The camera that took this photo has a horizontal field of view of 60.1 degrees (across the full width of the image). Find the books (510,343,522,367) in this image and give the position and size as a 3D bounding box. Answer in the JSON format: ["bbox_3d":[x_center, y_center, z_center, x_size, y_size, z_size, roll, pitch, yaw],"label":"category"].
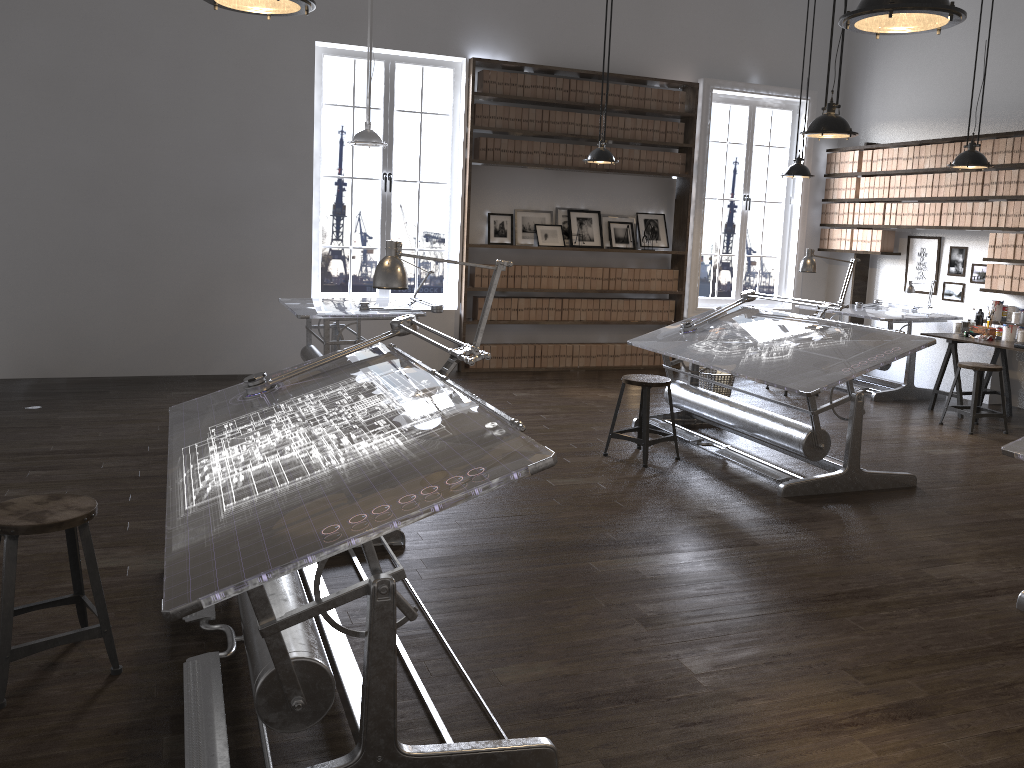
[{"bbox_3d":[0.033,-0.293,9.043,0.067,0.224,0.175,0,9,-21],"label":"books"}]

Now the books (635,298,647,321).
[{"bbox_3d":[1.372,-0.798,9.480,0.067,0.224,0.176,0,9,-21],"label":"books"}]

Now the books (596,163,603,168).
[{"bbox_3d":[0.869,-2.312,9.074,0.067,0.224,0.176,0,9,-21],"label":"books"}]

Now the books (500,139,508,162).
[{"bbox_3d":[-0.105,-2.288,8.700,0.067,0.224,0.175,0,9,-21],"label":"books"}]

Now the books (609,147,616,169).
[{"bbox_3d":[1.002,-2.315,9.124,0.067,0.224,0.175,0,9,-21],"label":"books"}]

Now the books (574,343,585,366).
[{"bbox_3d":[0.699,-0.308,9.293,0.067,0.224,0.176,0,9,-21],"label":"books"}]

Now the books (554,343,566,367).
[{"bbox_3d":[0.495,-0.302,9.212,0.067,0.224,0.176,0,9,-21],"label":"books"}]

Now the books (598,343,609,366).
[{"bbox_3d":[0.950,-0.314,9.390,0.067,0.224,0.176,0,9,-21],"label":"books"}]

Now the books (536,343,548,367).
[{"bbox_3d":[0.305,-0.299,9.147,0.067,0.224,0.176,0,9,-21],"label":"books"}]

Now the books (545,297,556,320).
[{"bbox_3d":[0.379,-0.774,9.102,0.067,0.224,0.175,0,9,-21],"label":"books"}]

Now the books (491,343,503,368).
[{"bbox_3d":[-0.159,-0.288,8.969,0.067,0.224,0.176,0,9,-21],"label":"books"}]

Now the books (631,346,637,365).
[{"bbox_3d":[1.268,-0.322,9.511,0.067,0.224,0.176,0,9,-21],"label":"books"}]

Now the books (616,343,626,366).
[{"bbox_3d":[1.143,-0.319,9.462,0.067,0.224,0.176,0,9,-21],"label":"books"}]

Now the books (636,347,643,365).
[{"bbox_3d":[1.334,-0.324,9.536,0.067,0.224,0.175,0,9,-21],"label":"books"}]

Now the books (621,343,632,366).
[{"bbox_3d":[1.207,-0.319,9.482,0.067,0.224,0.176,0,9,-21],"label":"books"}]

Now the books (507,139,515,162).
[{"bbox_3d":[-0.041,-2.290,8.729,0.067,0.224,0.175,0,9,-21],"label":"books"}]

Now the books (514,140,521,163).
[{"bbox_3d":[0.026,-2.292,8.754,0.067,0.224,0.176,0,9,-21],"label":"books"}]

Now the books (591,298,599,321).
[{"bbox_3d":[0.843,-0.786,9.281,0.067,0.224,0.176,0,9,-21],"label":"books"}]

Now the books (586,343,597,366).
[{"bbox_3d":[0.821,-0.310,9.336,0.067,0.224,0.176,0,9,-21],"label":"books"}]

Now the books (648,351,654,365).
[{"bbox_3d":[1.467,-0.327,9.587,0.067,0.224,0.176,0,9,-21],"label":"books"}]

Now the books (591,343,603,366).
[{"bbox_3d":[0.884,-0.313,9.367,0.067,0.224,0.175,0,9,-21],"label":"books"}]

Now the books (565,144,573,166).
[{"bbox_3d":[0.544,-2.303,8.944,0.067,0.224,0.176,0,9,-21],"label":"books"}]

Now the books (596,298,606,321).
[{"bbox_3d":[0.913,-0.787,9.307,0.067,0.224,0.176,0,9,-21],"label":"books"}]

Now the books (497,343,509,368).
[{"bbox_3d":[-0.095,-0.288,8.989,0.067,0.224,0.176,0,9,-21],"label":"books"}]

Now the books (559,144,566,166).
[{"bbox_3d":[0.475,-2.302,8.921,0.067,0.224,0.175,0,9,-21],"label":"books"}]

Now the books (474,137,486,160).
[{"bbox_3d":[-0.313,-2.284,8.626,0.067,0.224,0.176,0,9,-21],"label":"books"}]

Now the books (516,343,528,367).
[{"bbox_3d":[0.100,-0.293,9.064,0.067,0.224,0.175,0,9,-21],"label":"books"}]

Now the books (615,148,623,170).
[{"bbox_3d":[1.068,-2.316,9.149,0.067,0.224,0.176,0,9,-21],"label":"books"}]

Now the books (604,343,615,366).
[{"bbox_3d":[1.017,-0.315,9.411,0.067,0.224,0.176,0,9,-21],"label":"books"}]

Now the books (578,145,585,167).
[{"bbox_3d":[0.669,-2.307,8.996,0.067,0.224,0.176,0,9,-21],"label":"books"}]

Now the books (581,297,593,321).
[{"bbox_3d":[0.777,-0.785,9.258,0.067,0.224,0.175,0,9,-21],"label":"books"}]

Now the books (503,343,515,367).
[{"bbox_3d":[-0.033,-0.291,9.018,0.067,0.224,0.176,0,9,-21],"label":"books"}]

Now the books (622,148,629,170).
[{"bbox_3d":[1.133,-2.317,9.167,0.067,0.224,0.176,0,9,-21],"label":"books"}]

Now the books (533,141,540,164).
[{"bbox_3d":[0.211,-2.295,8.821,0.067,0.224,0.176,0,9,-21],"label":"books"}]

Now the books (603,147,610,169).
[{"bbox_3d":[0.937,-2.312,9.095,0.067,0.224,0.175,0,9,-21],"label":"books"}]

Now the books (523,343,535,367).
[{"bbox_3d":[0.165,-0.296,9.094,0.067,0.224,0.176,0,9,-21],"label":"books"}]

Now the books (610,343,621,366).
[{"bbox_3d":[1.084,-0.317,9.439,0.067,0.224,0.176,0,9,-21],"label":"books"}]

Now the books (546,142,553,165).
[{"bbox_3d":[0.344,-2.299,8.873,0.067,0.224,0.176,0,9,-21],"label":"books"}]

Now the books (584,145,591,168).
[{"bbox_3d":[0.730,-2.308,9.021,0.067,0.224,0.176,0,9,-21],"label":"books"}]

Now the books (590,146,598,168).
[{"bbox_3d":[0.801,-2.309,9.042,0.067,0.224,0.176,0,9,-21],"label":"books"}]

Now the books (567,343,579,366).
[{"bbox_3d":[0.632,-0.306,9.265,0.067,0.224,0.176,0,9,-21],"label":"books"}]

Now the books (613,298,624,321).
[{"bbox_3d":[1.108,-0.792,9.380,0.067,0.224,0.175,0,9,-21],"label":"books"}]

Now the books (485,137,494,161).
[{"bbox_3d":[-0.242,-2.284,8.647,0.067,0.224,0.176,0,9,-21],"label":"books"}]

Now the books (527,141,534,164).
[{"bbox_3d":[0.152,-2.294,8.800,0.067,0.224,0.176,0,9,-21],"label":"books"}]

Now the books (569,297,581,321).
[{"bbox_3d":[0.647,-0.780,9.201,0.067,0.224,0.176,0,9,-21],"label":"books"}]

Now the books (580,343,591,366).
[{"bbox_3d":[0.757,-0.310,9.316,0.067,0.224,0.176,0,9,-21],"label":"books"}]

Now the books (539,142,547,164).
[{"bbox_3d":[0.280,-2.297,8.845,0.067,0.224,0.176,0,9,-21],"label":"books"}]

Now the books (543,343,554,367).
[{"bbox_3d":[0.367,-0.300,9.168,0.067,0.224,0.176,0,9,-21],"label":"books"}]

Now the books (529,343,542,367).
[{"bbox_3d":[0.238,-0.297,9.115,0.067,0.224,0.176,0,9,-21],"label":"books"}]

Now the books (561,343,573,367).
[{"bbox_3d":[0.562,-0.305,9.241,0.067,0.224,0.175,0,9,-21],"label":"books"}]

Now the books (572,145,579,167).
[{"bbox_3d":[0.612,-2.304,8.969,0.067,0.224,0.176,0,9,-21],"label":"books"}]

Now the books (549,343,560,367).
[{"bbox_3d":[0.428,-0.301,9.186,0.067,0.224,0.176,0,9,-21],"label":"books"}]

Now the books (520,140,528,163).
[{"bbox_3d":[0.091,-2.292,8.772,0.067,0.224,0.176,0,9,-21],"label":"books"}]

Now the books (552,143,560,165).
[{"bbox_3d":[0.409,-2.301,8.900,0.067,0.224,0.175,0,9,-21],"label":"books"}]

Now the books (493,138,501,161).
[{"bbox_3d":[-0.173,-2.287,8.679,0.067,0.224,0.176,0,9,-21],"label":"books"}]

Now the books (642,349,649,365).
[{"bbox_3d":[1.402,-0.324,9.558,0.067,0.224,0.175,0,9,-21],"label":"books"}]
